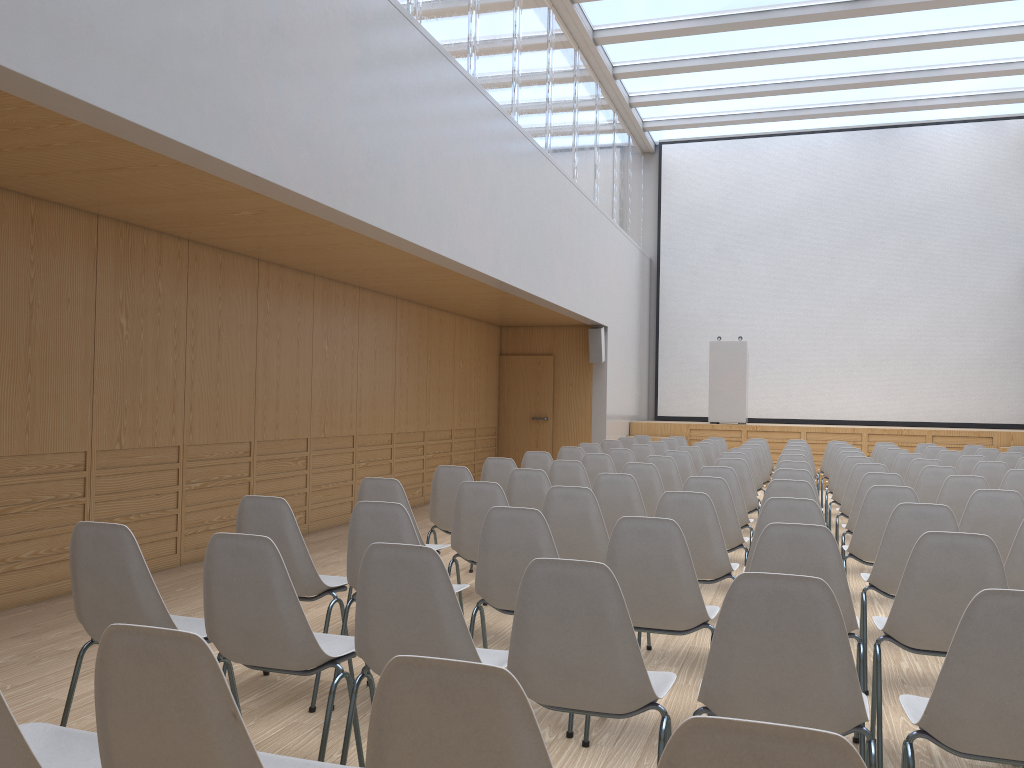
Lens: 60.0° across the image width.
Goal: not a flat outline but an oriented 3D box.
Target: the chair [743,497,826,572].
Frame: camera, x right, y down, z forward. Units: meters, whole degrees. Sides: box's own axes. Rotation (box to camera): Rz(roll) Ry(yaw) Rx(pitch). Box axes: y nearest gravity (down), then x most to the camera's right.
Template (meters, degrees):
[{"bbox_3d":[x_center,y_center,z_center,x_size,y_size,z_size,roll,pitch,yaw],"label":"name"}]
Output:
[{"bbox_3d":[1.340,0.962,4.261,0.479,0.876,0.505,1,-1,18],"label":"chair"}]

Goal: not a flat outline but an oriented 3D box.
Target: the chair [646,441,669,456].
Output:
[{"bbox_3d":[1.734,1.106,10.439,0.479,0.876,0.505,1,-1,18],"label":"chair"}]

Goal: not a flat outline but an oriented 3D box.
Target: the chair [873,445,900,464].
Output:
[{"bbox_3d":[4.503,1.164,10.663,0.479,0.876,0.505,1,-1,18],"label":"chair"}]

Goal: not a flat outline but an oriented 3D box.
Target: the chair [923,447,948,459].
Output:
[{"bbox_3d":[4.978,1.169,10.480,0.479,0.876,0.505,1,-1,18],"label":"chair"}]

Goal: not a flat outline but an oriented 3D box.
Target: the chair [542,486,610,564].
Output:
[{"bbox_3d":[0.358,0.951,4.622,0.479,0.876,0.505,1,-1,18],"label":"chair"}]

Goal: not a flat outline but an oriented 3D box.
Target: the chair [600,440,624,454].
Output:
[{"bbox_3d":[1.238,1.101,10.662,0.479,0.876,0.505,1,-1,18],"label":"chair"}]

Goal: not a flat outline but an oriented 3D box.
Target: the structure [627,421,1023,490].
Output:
[{"bbox_3d":[5.297,1.213,14.656,6.551,1.027,2.728,1,-1,18],"label":"structure"}]

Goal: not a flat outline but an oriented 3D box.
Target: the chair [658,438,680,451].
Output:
[{"bbox_3d":[2.040,1.134,11.433,0.479,0.876,0.505,1,-1,18],"label":"chair"}]

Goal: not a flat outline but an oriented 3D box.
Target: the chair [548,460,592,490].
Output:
[{"bbox_3d":[0.470,0.999,6.687,0.479,0.876,0.505,1,-1,18],"label":"chair"}]

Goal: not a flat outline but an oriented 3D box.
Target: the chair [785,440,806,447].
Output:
[{"bbox_3d":[3.829,1.179,11.933,0.479,0.876,0.505,1,-1,18],"label":"chair"}]

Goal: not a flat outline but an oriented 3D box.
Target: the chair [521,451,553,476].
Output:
[{"bbox_3d":[0.286,1.020,7.798,0.479,0.876,0.505,1,-1,18],"label":"chair"}]

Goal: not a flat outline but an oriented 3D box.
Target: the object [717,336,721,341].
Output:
[{"bbox_3d":[3.509,-0.661,14.983,0.166,0.305,0.252,1,-1,-10],"label":"object"}]

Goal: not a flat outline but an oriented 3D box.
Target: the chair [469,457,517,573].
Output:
[{"bbox_3d":[-0.024,0.992,6.827,0.479,0.876,0.505,1,-1,18],"label":"chair"}]

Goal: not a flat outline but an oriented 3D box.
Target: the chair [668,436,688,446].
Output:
[{"bbox_3d":[2.314,1.158,12.309,0.479,0.876,0.505,1,-1,18],"label":"chair"}]

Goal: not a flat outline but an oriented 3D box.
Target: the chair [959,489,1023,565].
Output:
[{"bbox_3d":[2.622,1.000,4.896,0.479,0.876,0.505,1,-1,18],"label":"chair"}]

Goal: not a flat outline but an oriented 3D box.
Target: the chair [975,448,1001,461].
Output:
[{"bbox_3d":[5.472,1.174,10.277,0.479,0.876,0.505,1,-1,18],"label":"chair"}]

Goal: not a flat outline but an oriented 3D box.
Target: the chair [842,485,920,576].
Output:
[{"bbox_3d":[2.119,0.993,5.016,0.479,0.876,0.505,1,-1,18],"label":"chair"}]

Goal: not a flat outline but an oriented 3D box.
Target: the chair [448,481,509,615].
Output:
[{"bbox_3d":[-0.095,0.946,4.798,0.479,0.876,0.505,1,-1,18],"label":"chair"}]

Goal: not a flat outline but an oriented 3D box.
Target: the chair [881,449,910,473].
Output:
[{"bbox_3d":[4.187,1.137,9.705,0.479,0.876,0.505,1,-1,18],"label":"chair"}]

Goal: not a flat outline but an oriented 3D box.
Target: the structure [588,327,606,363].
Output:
[{"bbox_3d":[1.268,-0.582,13.185,0.196,0.542,0.368,1,-1,18],"label":"structure"}]

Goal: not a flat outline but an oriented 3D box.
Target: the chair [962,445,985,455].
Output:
[{"bbox_3d":[5.824,1.202,11.256,0.479,0.876,0.505,1,-1,18],"label":"chair"}]

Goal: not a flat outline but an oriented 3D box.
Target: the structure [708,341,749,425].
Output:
[{"bbox_3d":[3.665,-0.015,14.984,0.605,1.379,0.605,1,-1,18],"label":"structure"}]

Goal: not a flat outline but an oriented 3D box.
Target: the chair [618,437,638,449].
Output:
[{"bbox_3d":[1.546,1.128,11.623,0.479,0.876,0.505,1,-1,18],"label":"chair"}]

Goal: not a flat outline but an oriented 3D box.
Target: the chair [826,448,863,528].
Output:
[{"bbox_3d":[3.702,1.129,9.757,0.479,0.876,0.505,1,-1,18],"label":"chair"}]

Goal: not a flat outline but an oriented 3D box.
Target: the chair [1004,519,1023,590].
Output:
[{"bbox_3d":[2.360,0.974,3.952,0.479,0.876,0.505,1,-1,18],"label":"chair"}]

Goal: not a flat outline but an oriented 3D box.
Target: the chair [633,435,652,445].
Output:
[{"bbox_3d":[1.871,1.155,12.539,0.479,0.876,0.505,1,-1,18],"label":"chair"}]

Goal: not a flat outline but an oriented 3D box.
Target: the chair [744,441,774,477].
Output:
[{"bbox_3d":[3.044,1.146,11.127,0.479,0.876,0.505,1,-1,18],"label":"chair"}]

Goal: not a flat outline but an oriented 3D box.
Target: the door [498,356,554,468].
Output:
[{"bbox_3d":[0.189,0.573,13.632,0.873,2.024,0.108,1,-1,18],"label":"door"}]

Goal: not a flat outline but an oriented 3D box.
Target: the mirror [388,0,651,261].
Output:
[{"bbox_3d":[-0.180,-3.645,8.614,0.253,2.089,17.828,1,-1,18],"label":"mirror"}]

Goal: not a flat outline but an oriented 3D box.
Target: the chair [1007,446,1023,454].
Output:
[{"bbox_3d":[6.312,1.209,11.127,0.479,0.876,0.505,1,-1,18],"label":"chair"}]

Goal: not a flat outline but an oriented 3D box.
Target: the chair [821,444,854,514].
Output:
[{"bbox_3d":[4.013,1.157,10.793,0.479,0.876,0.505,1,-1,18],"label":"chair"}]

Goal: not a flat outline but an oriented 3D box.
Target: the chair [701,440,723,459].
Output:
[{"bbox_3d":[2.530,1.139,11.232,0.479,0.876,0.505,1,-1,18],"label":"chair"}]

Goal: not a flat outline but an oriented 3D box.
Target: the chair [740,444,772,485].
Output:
[{"bbox_3d":[2.736,1.118,10.136,0.479,0.876,0.505,1,-1,18],"label":"chair"}]

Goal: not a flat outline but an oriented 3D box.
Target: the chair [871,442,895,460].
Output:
[{"bbox_3d":[4.830,1.190,11.536,0.479,0.876,0.505,1,-1,18],"label":"chair"}]

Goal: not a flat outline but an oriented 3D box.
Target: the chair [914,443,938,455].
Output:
[{"bbox_3d":[5.319,1.197,11.439,0.479,0.876,0.505,1,-1,18],"label":"chair"}]

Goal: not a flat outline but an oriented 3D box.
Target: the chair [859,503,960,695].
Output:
[{"bbox_3d":[1.878,0.969,4.129,0.479,0.876,0.505,1,-1,18],"label":"chair"}]

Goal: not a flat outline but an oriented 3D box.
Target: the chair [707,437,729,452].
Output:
[{"bbox_3d":[2.819,1.165,12.189,0.479,0.876,0.505,1,-1,18],"label":"chair"}]

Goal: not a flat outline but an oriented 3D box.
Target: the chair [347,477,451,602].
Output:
[{"bbox_3d":[-0.623,0.938,4.898,0.479,0.876,0.505,1,-1,18],"label":"chair"}]

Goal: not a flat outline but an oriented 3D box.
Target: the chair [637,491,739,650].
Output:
[{"bbox_3d":[0.899,0.958,4.466,0.479,0.876,0.505,1,-1,18],"label":"chair"}]

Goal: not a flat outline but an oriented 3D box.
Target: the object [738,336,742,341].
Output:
[{"bbox_3d":[3.839,-0.657,14.876,0.166,0.305,0.252,1,-1,-10],"label":"object"}]

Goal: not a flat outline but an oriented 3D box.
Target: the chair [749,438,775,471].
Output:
[{"bbox_3d":[3.345,1.173,12.061,0.479,0.876,0.505,1,-1,18],"label":"chair"}]

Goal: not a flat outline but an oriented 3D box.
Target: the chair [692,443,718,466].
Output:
[{"bbox_3d":[2.248,1.114,10.344,0.479,0.876,0.505,1,-1,18],"label":"chair"}]

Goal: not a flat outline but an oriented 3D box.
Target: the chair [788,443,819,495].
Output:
[{"bbox_3d":[3.525,1.151,10.909,0.479,0.876,0.505,1,-1,18],"label":"chair"}]

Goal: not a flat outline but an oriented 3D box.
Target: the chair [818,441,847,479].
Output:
[{"bbox_3d":[4.295,1.184,11.732,0.479,0.876,0.505,1,-1,18],"label":"chair"}]

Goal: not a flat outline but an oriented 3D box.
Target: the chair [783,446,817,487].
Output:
[{"bbox_3d":[3.193,1.124,10.008,0.479,0.876,0.505,1,-1,18],"label":"chair"}]

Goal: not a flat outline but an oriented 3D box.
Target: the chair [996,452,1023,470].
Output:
[{"bbox_3d":[5.214,1.149,9.352,0.479,0.876,0.505,1,-1,18],"label":"chair"}]

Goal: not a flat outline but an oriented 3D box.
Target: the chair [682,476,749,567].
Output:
[{"bbox_3d":[1.200,0.984,5.400,0.479,0.876,0.505,1,-1,18],"label":"chair"}]

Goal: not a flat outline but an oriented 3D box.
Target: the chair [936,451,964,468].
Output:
[{"bbox_3d":[4.655,1.141,9.491,0.479,0.876,0.505,1,-1,18],"label":"chair"}]

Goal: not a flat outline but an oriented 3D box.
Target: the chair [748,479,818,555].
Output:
[{"bbox_3d":[1.653,0.990,5.282,0.479,0.876,0.505,1,-1,18],"label":"chair"}]
